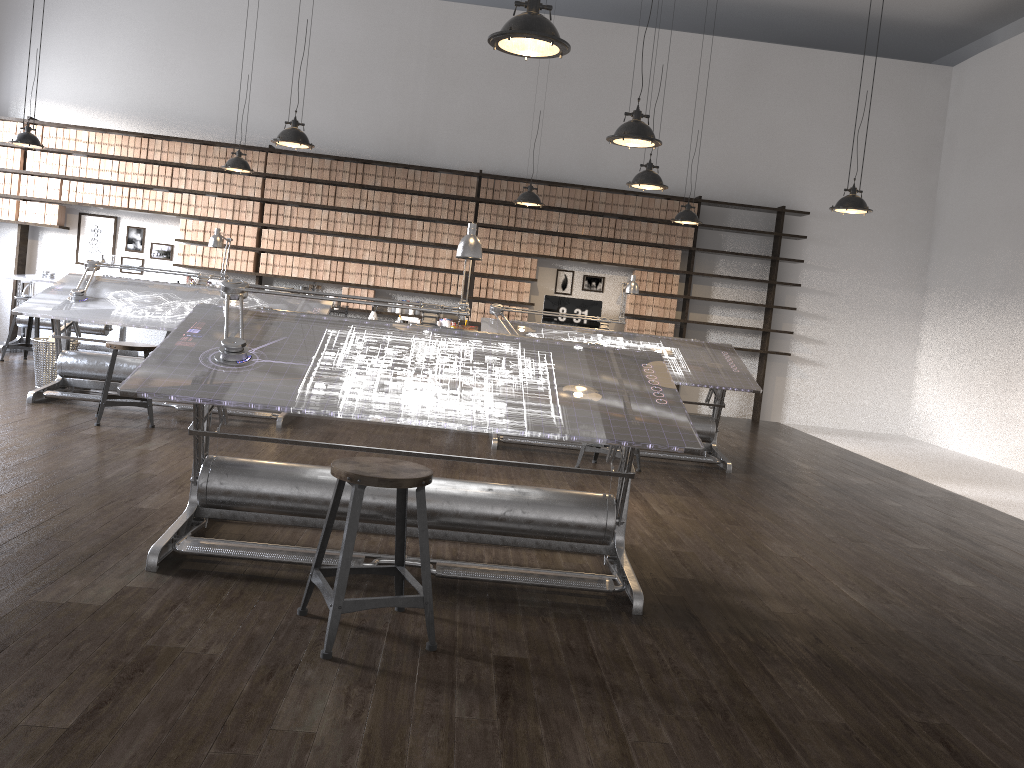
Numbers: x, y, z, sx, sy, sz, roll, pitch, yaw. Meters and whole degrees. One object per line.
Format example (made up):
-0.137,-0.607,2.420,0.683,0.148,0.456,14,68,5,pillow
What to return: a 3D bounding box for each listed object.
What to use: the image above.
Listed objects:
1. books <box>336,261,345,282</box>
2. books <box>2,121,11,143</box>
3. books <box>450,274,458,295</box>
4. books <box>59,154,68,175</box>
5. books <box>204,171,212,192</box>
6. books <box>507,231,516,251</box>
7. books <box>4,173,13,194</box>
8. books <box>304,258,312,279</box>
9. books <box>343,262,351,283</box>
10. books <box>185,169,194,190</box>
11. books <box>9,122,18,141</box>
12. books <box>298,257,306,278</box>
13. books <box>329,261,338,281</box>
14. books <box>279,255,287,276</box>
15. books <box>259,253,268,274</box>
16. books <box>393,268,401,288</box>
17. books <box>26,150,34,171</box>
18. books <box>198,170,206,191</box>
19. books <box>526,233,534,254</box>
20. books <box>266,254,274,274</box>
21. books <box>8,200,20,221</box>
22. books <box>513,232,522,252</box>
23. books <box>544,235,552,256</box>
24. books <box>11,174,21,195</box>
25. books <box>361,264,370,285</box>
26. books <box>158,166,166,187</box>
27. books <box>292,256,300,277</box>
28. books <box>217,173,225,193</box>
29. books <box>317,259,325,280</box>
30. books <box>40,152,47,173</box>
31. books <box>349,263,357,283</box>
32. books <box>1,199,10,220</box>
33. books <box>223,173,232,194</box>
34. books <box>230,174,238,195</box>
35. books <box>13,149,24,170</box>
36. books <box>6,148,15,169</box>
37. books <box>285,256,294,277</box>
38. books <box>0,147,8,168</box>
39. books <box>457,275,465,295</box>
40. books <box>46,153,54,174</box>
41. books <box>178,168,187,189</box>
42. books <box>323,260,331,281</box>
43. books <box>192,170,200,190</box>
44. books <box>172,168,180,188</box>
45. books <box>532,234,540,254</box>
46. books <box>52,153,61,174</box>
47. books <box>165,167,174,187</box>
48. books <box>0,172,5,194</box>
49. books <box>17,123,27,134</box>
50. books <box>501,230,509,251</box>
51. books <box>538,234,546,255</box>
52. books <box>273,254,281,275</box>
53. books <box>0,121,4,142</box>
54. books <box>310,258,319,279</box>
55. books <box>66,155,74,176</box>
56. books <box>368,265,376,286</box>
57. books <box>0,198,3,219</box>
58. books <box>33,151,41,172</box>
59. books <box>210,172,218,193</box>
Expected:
-1.901,-1.247,9.858,0.067,0.225,0.175,6,4,-4,books
-5.436,-2.718,9.597,0.066,0.225,0.175,6,4,-4,books
-0.647,-1.116,9.933,0.067,0.225,0.175,6,4,-4,books
-4.853,-2.373,9.641,0.067,0.225,0.175,6,4,-4,books
-3.317,-2.213,9.737,0.066,0.225,0.175,6,4,-4,books
-0.009,-1.598,9.949,0.066,0.225,0.175,6,4,-4,books
-5.435,-2.165,9.619,0.067,0.225,0.175,6,4,-4,books
-2.254,-1.283,9.836,0.067,0.225,0.175,6,4,-4,books
-1.828,-1.240,9.868,0.066,0.225,0.175,6,4,-4,books
-3.521,-2.234,9.726,0.066,0.225,0.175,6,4,-4,books
-5.366,-2.710,9.597,0.067,0.225,0.175,6,4,-4,books
-2.321,-1.291,9.836,0.066,0.225,0.175,6,4,-4,books
-1.976,-1.255,9.859,0.066,0.225,0.175,6,4,-4,books
-2.525,-1.312,9.824,0.066,0.225,0.175,6,4,-4,books
-2.735,-1.334,9.806,0.066,0.225,0.175,6,4,-4,books
-1.276,-1.182,9.897,0.066,0.225,0.175,6,4,-4,books
-5.198,-2.409,9.623,0.066,0.225,0.175,6,4,-4,books
-3.383,-2.219,9.729,0.067,0.225,0.175,6,4,-4,books
0.196,-1.577,9.961,0.066,0.225,0.175,6,4,-4,books
-2.663,-1.326,9.814,0.066,0.225,0.175,6,4,-4,books
-5.393,-1.883,9.637,0.066,0.225,0.175,6,4,-4,books
0.061,-1.590,9.949,0.067,0.225,0.175,6,4,-4,books
0.399,-1.555,9.974,0.066,0.225,0.175,6,4,-4,books
-5.362,-2.158,9.629,0.066,0.225,0.175,6,4,-4,books
-1.628,-1.218,9.873,0.066,0.225,0.175,6,4,-4,books
-3.810,-2.264,9.709,0.066,0.225,0.175,6,4,-4,books
-2.383,-1.297,9.831,0.066,0.225,0.175,6,4,-4,books
-3.183,-2.198,9.742,0.067,0.225,0.175,6,4,-4,books
-2.117,-1.270,9.850,0.066,0.225,0.175,6,4,-4,books
-5.054,-2.393,9.628,0.067,0.225,0.175,6,4,-4,books
-1.763,-1.233,9.869,0.066,0.225,0.175,6,4,-4,books
-5.465,-1.890,9.630,0.066,0.225,0.175,6,4,-4,books
-3.113,-2.191,9.750,0.066,0.225,0.175,6,4,-4,books
-3.044,-2.184,9.756,0.066,0.225,0.175,6,4,-4,books
-5.331,-2.429,9.617,0.066,0.225,0.175,6,4,-4,books
-5.402,-2.436,9.613,0.066,0.225,0.175,6,4,-4,books
-2.455,-1.305,9.825,0.067,0.225,0.175,6,4,-4,books
-5.468,-2.443,9.603,0.067,0.225,0.175,6,4,-4,books
-0.569,-1.108,9.940,0.066,0.225,0.175,6,4,-4,books
-4.991,-2.387,9.636,0.066,0.225,0.175,6,4,-4,books
-3.591,-2.241,9.718,0.066,0.225,0.175,6,4,-4,books
-2.047,-1.262,9.850,0.066,0.225,0.175,6,4,-4,books
-3.450,-2.227,9.730,0.066,0.225,0.175,6,4,-4,books
-3.662,-2.249,9.718,0.066,0.225,0.175,6,4,-4,books
0.262,-1.569,9.960,0.067,0.225,0.175,6,4,-4,books
-4.926,-2.381,9.642,0.066,0.225,0.175,6,4,-4,books
-3.736,-2.256,9.708,0.067,0.225,0.175,6,4,-4,books
-5.510,-2.173,9.620,0.066,0.225,0.175,6,4,-4,books
-5.294,-2.702,9.603,0.066,0.225,0.175,6,4,-4,books
-0.078,-1.605,9.947,0.066,0.225,0.175,6,4,-4,books
0.329,-1.563,9.970,0.066,0.225,0.175,6,4,-4,books
-2.594,-1.320,9.822,0.066,0.225,0.175,6,4,-4,books
-5.505,-2.725,9.595,0.066,0.225,0.175,6,4,-4,books
-2.188,-1.277,9.845,0.066,0.225,0.175,6,4,-4,books
-4.778,-2.365,9.651,0.066,0.225,0.175,6,4,-4,books
-1.557,-1.211,9.881,0.066,0.225,0.175,6,4,-4,books
-5.537,-1.897,9.625,0.067,0.225,0.175,6,4,-4,books
-5.126,-2.401,9.624,0.066,0.225,0.175,6,4,-4,books
-3.255,-2.206,9.739,0.066,0.225,0.175,6,4,-4,books
